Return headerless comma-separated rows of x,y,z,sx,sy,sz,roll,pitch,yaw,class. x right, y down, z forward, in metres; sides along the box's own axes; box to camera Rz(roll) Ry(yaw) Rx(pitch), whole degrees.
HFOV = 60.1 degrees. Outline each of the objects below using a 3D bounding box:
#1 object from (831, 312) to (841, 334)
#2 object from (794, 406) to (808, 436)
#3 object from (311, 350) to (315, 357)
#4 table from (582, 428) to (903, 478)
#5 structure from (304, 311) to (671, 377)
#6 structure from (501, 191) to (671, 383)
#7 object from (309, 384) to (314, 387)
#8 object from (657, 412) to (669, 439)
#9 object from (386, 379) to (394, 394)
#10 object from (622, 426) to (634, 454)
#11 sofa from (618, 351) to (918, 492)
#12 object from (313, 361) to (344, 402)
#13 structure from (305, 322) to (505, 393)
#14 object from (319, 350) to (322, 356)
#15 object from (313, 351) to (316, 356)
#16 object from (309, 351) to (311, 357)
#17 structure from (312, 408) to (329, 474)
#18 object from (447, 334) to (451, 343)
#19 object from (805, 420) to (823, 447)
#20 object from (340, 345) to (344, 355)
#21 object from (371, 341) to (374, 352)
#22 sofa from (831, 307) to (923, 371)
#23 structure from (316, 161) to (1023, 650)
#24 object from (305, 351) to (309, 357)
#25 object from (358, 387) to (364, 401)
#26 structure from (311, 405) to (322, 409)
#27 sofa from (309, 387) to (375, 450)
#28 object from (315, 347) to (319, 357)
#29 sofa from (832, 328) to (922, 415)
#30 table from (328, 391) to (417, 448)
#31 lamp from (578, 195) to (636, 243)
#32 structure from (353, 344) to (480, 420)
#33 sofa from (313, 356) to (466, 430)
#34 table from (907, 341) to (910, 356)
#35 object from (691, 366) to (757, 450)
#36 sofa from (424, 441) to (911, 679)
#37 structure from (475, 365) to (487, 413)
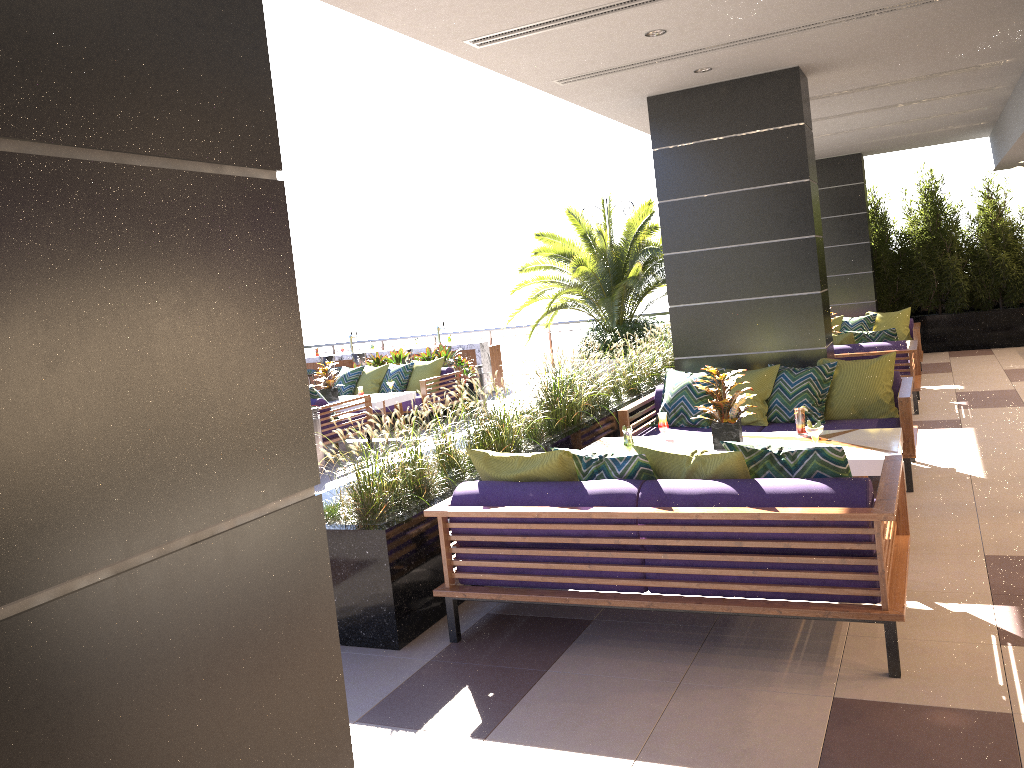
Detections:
3.928,-0.687,11.126,0.429,0.525,0.427,-3,5,43,object
1.895,0.241,5.791,0.067,0.189,0.084,-8,3,-39,object
-4.022,-0.571,17.947,0.105,0.208,0.106,-6,3,1,object
1.416,0.678,5.703,2.032,0.552,0.946,-4,5,26,table
-5.435,0.673,10.819,12.891,1.056,17.597,-4,6,26,structure
1.686,-1.653,14.912,3.810,3.295,3.754,-8,4,-21,structure
-2.795,0.101,12.392,0.082,0.197,0.069,-7,3,-23,object
1.066,0.294,6.229,0.068,0.180,0.069,-6,3,9,object
-1.617,0.027,11.812,0.106,0.197,0.105,-8,3,-31,object
0.749,0.368,5.688,0.068,0.210,0.069,-6,3,9,object
2.039,0.291,7.042,2.121,0.917,1.125,-4,5,26,sofa
-2.429,-0.037,11.702,0.424,0.525,0.432,-4,5,38,object
-2.354,-0.423,17.005,4.392,1.325,0.809,-4,4,26,structure
-3.893,-0.585,17.938,0.105,0.208,0.106,-6,3,1,object
-3.950,-0.569,17.846,0.105,0.208,0.106,-6,3,1,object
-4.114,-0.571,18.049,0.105,0.208,0.106,-6,3,1,object
-2.110,0.610,9.565,0.100,0.698,0.181,-5,3,26,structure
-1.134,-0.804,16.094,0.069,0.197,0.082,-8,3,-28,object
1.786,0.307,5.217,0.106,0.197,0.105,-9,4,-36,object
-3.283,-0.660,17.133,0.069,0.180,0.069,-6,3,-2,object
-2.653,-0.715,16.829,0.068,0.210,0.069,-6,3,9,object
4.510,-0.506,12.270,2.121,0.917,1.125,-4,5,26,sofa
2.282,-0.522,3.775,7.801,3.113,24.862,-4,6,26,structure
-4.157,-0.556,17.942,0.105,0.208,0.106,-6,3,1,object
-1.914,0.127,11.222,0.068,0.180,0.069,-6,3,14,object
-3.182,0.543,10.057,2.414,1.170,0.704,-4,4,27,structure
-2.869,0.469,10.732,2.121,0.917,1.125,-4,5,26,sofa
-3.826,-0.630,17.390,0.067,0.189,0.084,-8,3,-39,object
3.417,-0.154,9.956,2.121,0.917,1.125,-4,5,26,sofa
-2.357,0.493,11.758,2.033,0.552,0.946,-4,5,26,table
1.936,-1.864,16.577,1.119,3.319,0.265,-5,3,26,lamp
-1.533,0.010,13.554,2.246,1.169,0.741,-4,4,27,structure
-1.879,0.151,12.814,2.121,0.917,1.125,-4,5,26,sofa
3.989,-0.153,11.145,2.033,0.552,0.946,-4,5,26,table
1.353,0.144,5.674,0.429,0.525,0.427,-4,5,38,object
0.783,0.696,4.385,2.121,0.917,1.125,-4,5,26,sofa
-0.452,0.074,13.072,0.100,0.698,0.181,-5,3,26,structure
